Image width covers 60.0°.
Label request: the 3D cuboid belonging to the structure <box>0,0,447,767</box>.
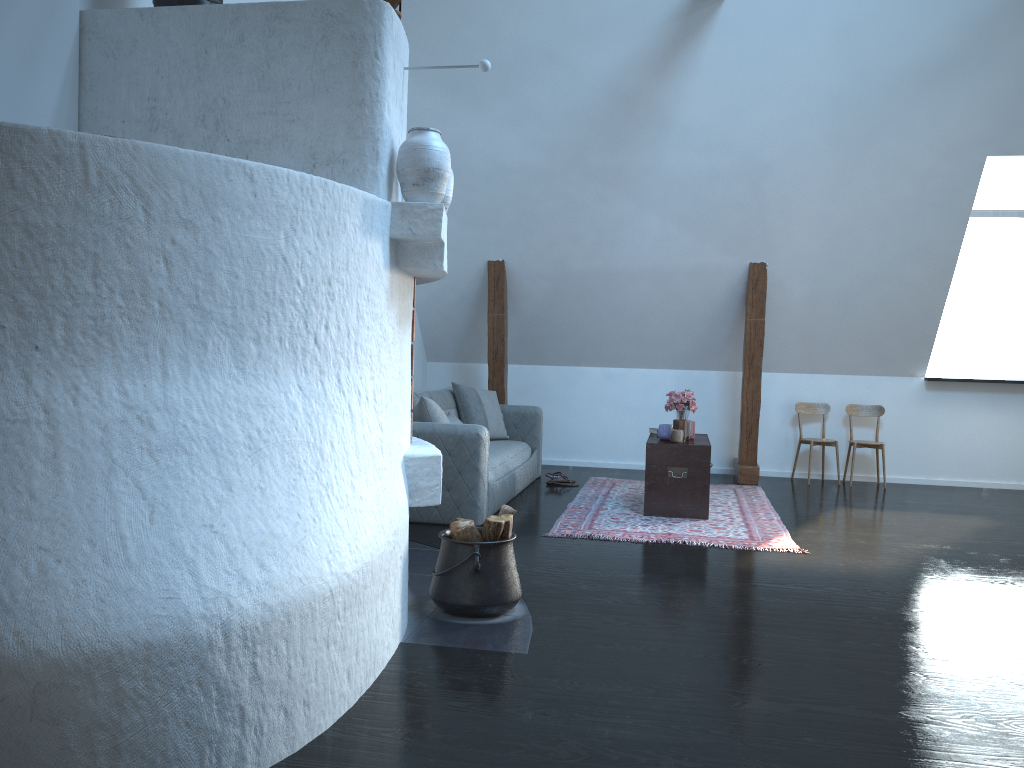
[{"bbox_3d":[-1.688,-1.445,3.440,3.049,4.752,3.058,2,2,19],"label":"structure"}]

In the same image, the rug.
[{"bbox_3d":[1.156,0.869,6.309,1.512,0.029,2.647,2,2,11],"label":"rug"}]

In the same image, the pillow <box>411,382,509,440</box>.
[{"bbox_3d":[-0.388,0.261,6.635,0.444,0.515,2.075,2,2,11],"label":"pillow"}]

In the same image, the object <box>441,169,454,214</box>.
[{"bbox_3d":[-0.314,-0.775,3.567,0.158,0.274,0.158,0,3,-40],"label":"object"}]

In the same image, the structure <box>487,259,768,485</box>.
[{"bbox_3d":[5.893,0.016,7.129,12.350,1.963,1.023,2,2,11],"label":"structure"}]

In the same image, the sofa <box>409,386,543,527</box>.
[{"bbox_3d":[-0.492,0.435,6.640,1.107,0.770,2.458,2,2,11],"label":"sofa"}]

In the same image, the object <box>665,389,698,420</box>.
[{"bbox_3d":[1.242,0.206,6.547,0.235,0.351,0.234,1,2,-29],"label":"object"}]

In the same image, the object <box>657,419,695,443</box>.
[{"bbox_3d":[1.141,0.323,6.208,0.215,0.138,0.413,2,2,22],"label":"object"}]

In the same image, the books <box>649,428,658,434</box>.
[{"bbox_3d":[1.178,0.357,6.694,0.243,0.034,0.179,1,2,-11],"label":"books"}]

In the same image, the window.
[{"bbox_3d":[5.652,-2.011,4.657,8.018,4.249,5.959,2,2,11],"label":"window"}]

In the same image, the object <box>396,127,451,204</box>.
[{"bbox_3d":[-0.329,-0.785,3.305,0.203,0.314,0.203,1,2,-5],"label":"object"}]

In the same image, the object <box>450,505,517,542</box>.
[{"bbox_3d":[-0.131,0.699,3.677,0.270,0.370,0.240,2,2,10],"label":"object"}]

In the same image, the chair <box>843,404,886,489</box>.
[{"bbox_3d":[3.079,0.533,7.714,0.329,0.696,0.342,2,2,12],"label":"chair"}]

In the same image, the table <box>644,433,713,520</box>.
[{"bbox_3d":[1.190,0.629,6.325,0.471,0.492,0.962,2,2,11],"label":"table"}]

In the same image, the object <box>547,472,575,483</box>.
[{"bbox_3d":[0.405,0.772,7.362,0.277,0.090,0.101,0,2,-33],"label":"object"}]

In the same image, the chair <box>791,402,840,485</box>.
[{"bbox_3d":[2.687,0.518,7.809,0.329,0.696,0.342,1,2,-6],"label":"chair"}]

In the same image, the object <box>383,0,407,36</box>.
[{"bbox_3d":[-0.592,-1.441,3.691,0.311,0.094,0.783,2,2,-3],"label":"object"}]

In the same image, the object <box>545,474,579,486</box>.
[{"bbox_3d":[0.408,0.777,7.202,0.277,0.090,0.101,2,2,-1],"label":"object"}]

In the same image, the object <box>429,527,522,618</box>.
[{"bbox_3d":[-0.149,0.780,3.696,0.384,0.313,0.384,3,3,37],"label":"object"}]
